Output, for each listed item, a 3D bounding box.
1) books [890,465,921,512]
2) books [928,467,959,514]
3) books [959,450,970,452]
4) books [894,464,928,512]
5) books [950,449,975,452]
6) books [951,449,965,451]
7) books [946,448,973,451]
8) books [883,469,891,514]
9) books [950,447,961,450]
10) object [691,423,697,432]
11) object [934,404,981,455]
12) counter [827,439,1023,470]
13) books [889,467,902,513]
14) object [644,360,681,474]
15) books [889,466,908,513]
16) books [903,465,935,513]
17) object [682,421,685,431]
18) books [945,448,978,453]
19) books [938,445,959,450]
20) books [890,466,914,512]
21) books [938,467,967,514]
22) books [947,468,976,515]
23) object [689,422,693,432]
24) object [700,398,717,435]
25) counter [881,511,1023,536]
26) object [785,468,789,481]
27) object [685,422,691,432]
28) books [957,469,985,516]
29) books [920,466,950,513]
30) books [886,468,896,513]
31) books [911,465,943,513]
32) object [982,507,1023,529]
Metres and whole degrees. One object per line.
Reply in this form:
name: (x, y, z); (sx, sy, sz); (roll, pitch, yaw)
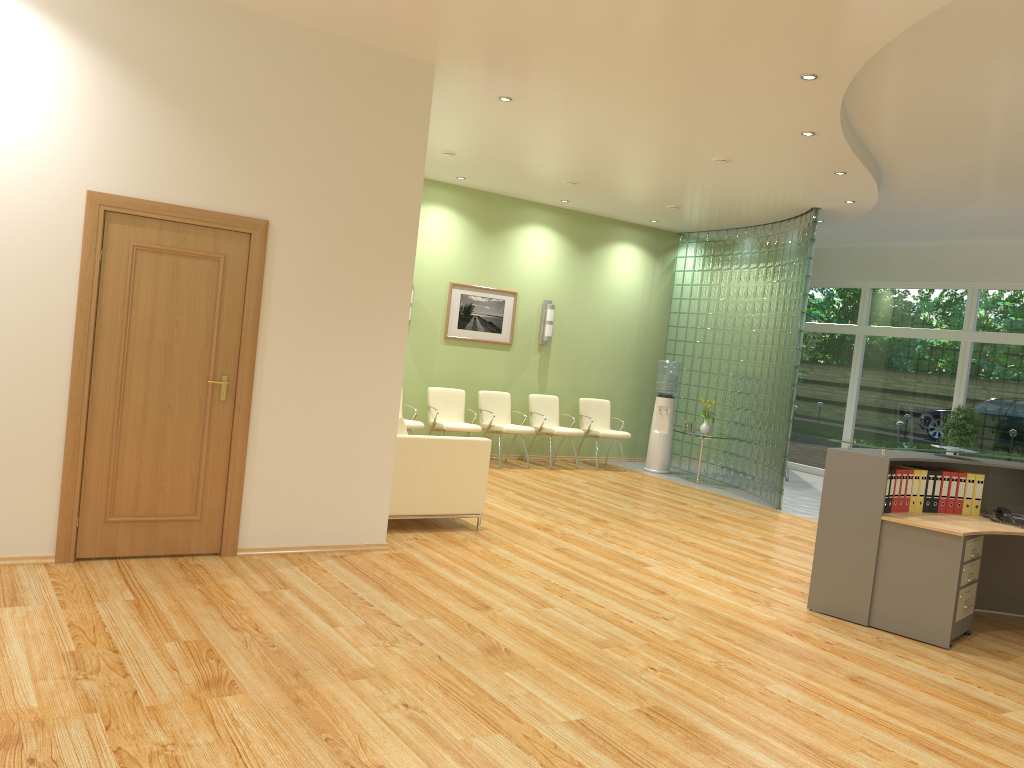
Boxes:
books: (2.591, 0.696, 5.940); (0.062, 0.282, 0.233); (4, 4, -39)
books: (2.945, 0.727, 6.091); (0.063, 0.282, 0.231); (6, 3, -14)
books: (3.084, 0.452, 6.113); (0.210, 0.004, 0.150); (6, 3, 2)
books: (2.654, 0.701, 5.972); (0.062, 0.282, 0.233); (4, 4, -38)
books: (3.083, 0.451, 6.132); (0.210, 0.004, 0.150); (6, 3, -8)
books: (3.079, 0.450, 6.149); (0.210, 0.004, 0.150); (5, 3, -18)
books: (3.072, 0.448, 6.166); (0.210, 0.004, 0.150); (5, 3, -28)
books: (2.322, 0.675, 5.746); (0.063, 0.282, 0.231); (4, 4, -37)
books: (3.050, 0.444, 6.195); (0.150, 0.004, 0.210); (9, 4, 42)
object: (2.371, 0.571, 11.596); (0.071, 0.119, 0.072); (4, 3, -33)
object: (5.628, 0.934, 11.255); (0.503, 1.376, 0.590); (8, 4, 37)
counter: (4.026, 0.641, 5.245); (3.674, 0.078, 1.837); (9, 4, 42)
books: (2.434, 0.683, 5.841); (0.063, 0.282, 0.231); (5, 3, -32)
object: (2.040, 0.437, 11.947); (0.353, 1.506, 0.353); (5, 3, -26)
books: (2.488, 0.687, 5.878); (0.063, 0.282, 0.231); (5, 3, -32)
books: (2.722, 0.707, 6.004); (0.062, 0.282, 0.233); (4, 3, -34)
object: (2.266, 0.556, 11.652); (0.071, 0.119, 0.072); (4, 3, -33)
books: (3.082, 0.453, 6.095); (0.210, 0.004, 0.150); (7, 3, 12)
books: (3.035, 0.442, 6.206); (0.150, 0.004, 0.210); (8, 3, 32)
books: (2.552, 0.692, 5.919); (0.063, 0.282, 0.231); (5, 3, -27)
books: (3.018, 0.734, 6.109); (0.063, 0.282, 0.231); (6, 3, -9)
books: (3.087, 0.741, 6.125); (0.063, 0.282, 0.231); (6, 3, -7)
object: (2.347, 0.564, 11.673); (0.071, 0.119, 0.072); (4, 3, -33)
object: (2.524, 0.423, 11.465); (0.219, 0.459, 0.201); (6, 3, -3)
counter: (3.945, 1.032, 5.222); (3.444, 0.018, 1.723); (9, 4, 42)
object: (3.559, 0.698, 12.361); (0.606, 1.285, 0.848); (8, 3, 27)
object: (2.290, 0.563, 11.571); (0.071, 0.119, 0.072); (4, 3, -33)
books: (3.131, 0.746, 6.129); (0.062, 0.282, 0.233); (5, 3, -20)
books: (2.879, 0.721, 6.069); (0.063, 0.282, 0.231); (6, 3, -14)
books: (2.373, 0.679, 5.791); (0.063, 0.282, 0.231); (4, 4, -37)
books: (2.785, 0.713, 6.031); (0.062, 0.282, 0.233); (4, 3, -34)
object: (3.288, 0.878, 5.856); (0.279, 0.081, 0.411); (7, 3, 17)
